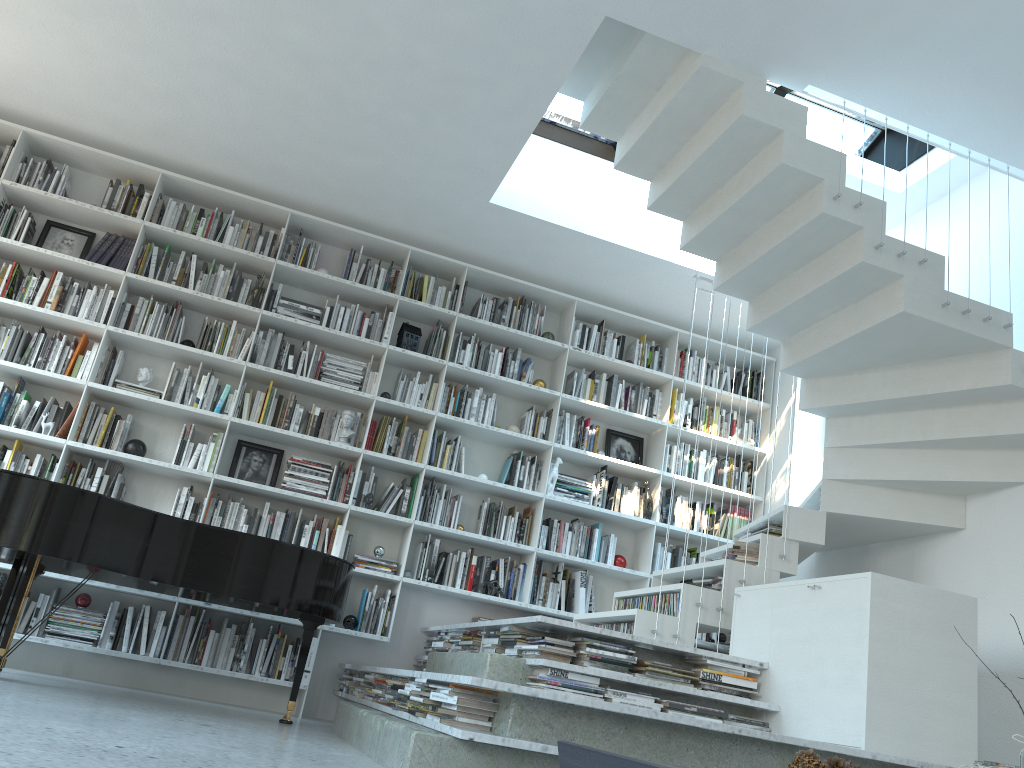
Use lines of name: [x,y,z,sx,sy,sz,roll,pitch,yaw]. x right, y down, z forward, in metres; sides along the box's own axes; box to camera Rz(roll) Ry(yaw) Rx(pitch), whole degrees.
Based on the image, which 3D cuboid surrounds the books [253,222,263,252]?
books: [-1.738,-0.937,6.025,0.013,0.284,0.160,15,-20,-14]

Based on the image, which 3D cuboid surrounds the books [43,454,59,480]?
books: [-2.742,0.567,5.235,0.014,0.285,0.180,15,-20,-14]

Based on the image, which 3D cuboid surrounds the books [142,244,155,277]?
books: [-2.366,-0.754,5.759,0.010,0.286,0.148,15,-20,-14]

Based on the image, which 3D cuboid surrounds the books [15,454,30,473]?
books: [-2.891,0.545,5.196,0.028,0.248,0.159,15,-20,-14]

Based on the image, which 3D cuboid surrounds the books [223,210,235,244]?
books: [-1.923,-1.000,5.988,0.014,0.314,0.166,15,-20,-14]

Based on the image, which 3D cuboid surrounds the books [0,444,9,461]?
books: [-3.004,0.500,5.175,0.014,0.281,0.150,15,-20,-14]

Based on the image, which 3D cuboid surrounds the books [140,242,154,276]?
books: [-2.382,-0.761,5.780,0.014,0.308,0.130,15,-20,-14]

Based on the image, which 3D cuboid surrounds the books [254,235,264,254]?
books: [-1.724,-0.887,6.009,0.031,0.184,0.177,15,-20,-14]

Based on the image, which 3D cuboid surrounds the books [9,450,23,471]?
books: [-2.915,0.532,5.186,0.028,0.259,0.181,15,-20,-14]

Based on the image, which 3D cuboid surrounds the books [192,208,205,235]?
books: [-2.110,-1.026,5.942,0.028,0.267,0.152,15,-20,-14]

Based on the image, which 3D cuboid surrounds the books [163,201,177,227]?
books: [-2.274,-1.070,5.883,0.031,0.254,0.146,15,-20,-14]

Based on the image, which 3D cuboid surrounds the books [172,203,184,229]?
books: [-2.227,-1.055,5.894,0.023,0.250,0.171,15,-20,-14]

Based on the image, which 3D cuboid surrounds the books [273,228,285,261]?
books: [-1.600,-0.902,6.057,0.026,0.287,0.176,15,-20,-14]

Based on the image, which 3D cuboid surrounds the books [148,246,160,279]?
books: [-2.333,-0.736,5.772,0.067,0.273,0.168,15,-20,-14]

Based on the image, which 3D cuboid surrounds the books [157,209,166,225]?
books: [-2.329,-1.047,5.868,0.024,0.182,0.133,15,-20,-14]

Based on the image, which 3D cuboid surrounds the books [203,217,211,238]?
books: [-2.049,-0.991,5.931,0.011,0.215,0.160,15,-20,-14]

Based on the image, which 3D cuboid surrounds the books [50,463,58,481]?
books: [-2.715,0.599,5.242,0.010,0.239,0.175,15,-20,-14]

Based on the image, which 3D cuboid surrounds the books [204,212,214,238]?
books: [-2.035,-1.004,5.940,0.013,0.250,0.184,15,-20,-14]

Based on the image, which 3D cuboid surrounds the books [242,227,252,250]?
books: [-1.804,-0.929,5.997,0.021,0.228,0.161,15,-20,-14]

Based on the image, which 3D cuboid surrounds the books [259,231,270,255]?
books: [-1.697,-0.901,6.033,0.026,0.236,0.149,15,-20,-14]

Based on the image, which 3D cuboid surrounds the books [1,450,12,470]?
books: [-2.961,0.526,5.184,0.026,0.253,0.177,15,-20,-14]

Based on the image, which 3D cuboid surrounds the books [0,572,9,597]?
books: [-2.911,1.216,4.993,0.012,0.302,0.166,15,-20,-14]

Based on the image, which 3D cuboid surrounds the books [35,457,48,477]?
books: [-2.801,0.570,5.235,0.013,0.259,0.143,15,-20,-14]

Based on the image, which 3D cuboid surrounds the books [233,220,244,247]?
books: [-1.862,-0.960,6.000,0.014,0.268,0.156,15,-20,-14]

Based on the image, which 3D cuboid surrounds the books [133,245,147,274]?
books: [-2.405,-0.754,5.732,0.023,0.255,0.175,15,-20,-14]

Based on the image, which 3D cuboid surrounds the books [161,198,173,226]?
books: [-2.303,-1.083,5.898,0.021,0.278,0.141,15,-20,-14]

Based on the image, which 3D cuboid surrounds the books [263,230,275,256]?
books: [-1.671,-0.902,6.052,0.030,0.260,0.152,15,-20,-14]

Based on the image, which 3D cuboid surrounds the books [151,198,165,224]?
books: [-2.345,-1.083,5.856,0.029,0.236,0.156,15,-20,-14]

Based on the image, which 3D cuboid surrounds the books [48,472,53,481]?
books: [-2.743,0.627,5.253,0.023,0.186,0.130,15,-20,-14]

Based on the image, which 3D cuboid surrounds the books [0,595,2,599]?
books: [-2.886,1.255,5.016,0.065,0.255,0.156,15,-20,-14]

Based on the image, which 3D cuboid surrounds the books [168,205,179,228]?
books: [-2.250,-1.048,5.880,0.023,0.219,0.182,15,-20,-14]

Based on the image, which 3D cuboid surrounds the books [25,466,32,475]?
books: [-2.854,0.589,5.215,0.023,0.193,0.140,15,-20,-14]

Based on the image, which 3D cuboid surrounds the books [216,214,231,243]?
books: [-1.954,-0.993,5.961,0.052,0.272,0.173,15,-20,-14]

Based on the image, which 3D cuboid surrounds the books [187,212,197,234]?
books: [-2.152,-1.018,5.935,0.025,0.234,0.130,15,-20,-14]

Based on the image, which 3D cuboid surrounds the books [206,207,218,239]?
books: [-2.021,-1.022,5.953,0.010,0.297,0.151,15,-20,-14]

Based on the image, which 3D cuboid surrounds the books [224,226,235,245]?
books: [-1.910,-0.939,5.966,0.031,0.189,0.182,15,-20,-14]

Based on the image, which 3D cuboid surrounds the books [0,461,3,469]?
books: [-2.990,0.549,5.156,0.029,0.181,0.190,15,-20,-14]

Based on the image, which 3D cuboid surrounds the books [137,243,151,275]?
books: [-2.390,-0.758,5.754,0.013,0.282,0.159,15,-20,-14]

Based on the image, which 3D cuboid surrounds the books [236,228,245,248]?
books: [-1.849,-0.926,6.004,0.029,0.213,0.142,15,-20,-14]

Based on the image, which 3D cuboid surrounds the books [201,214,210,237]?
books: [-2.062,-1.000,5.937,0.013,0.233,0.155,15,-20,-14]

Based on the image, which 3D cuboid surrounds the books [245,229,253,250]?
books: [-1.786,-0.918,5.987,0.013,0.206,0.178,15,-20,-14]

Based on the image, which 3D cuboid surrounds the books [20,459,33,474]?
books: [-2.873,0.565,5.212,0.025,0.228,0.153,15,-20,-14]

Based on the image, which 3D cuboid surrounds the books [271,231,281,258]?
books: [-1.622,-0.896,6.052,0.014,0.266,0.172,15,-20,-14]

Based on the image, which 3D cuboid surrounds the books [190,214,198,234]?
books: [-2.134,-1.007,5.929,0.012,0.215,0.150,15,-20,-14]

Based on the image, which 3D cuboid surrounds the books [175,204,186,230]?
books: [-2.209,-1.051,5.894,0.012,0.249,0.174,15,-20,-14]

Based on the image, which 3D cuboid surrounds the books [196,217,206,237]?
books: [-2.086,-0.990,5.930,0.030,0.200,0.152,15,-20,-14]

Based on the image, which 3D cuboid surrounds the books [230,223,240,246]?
books: [-1.883,-0.950,5.989,0.026,0.235,0.134,15,-20,-14]

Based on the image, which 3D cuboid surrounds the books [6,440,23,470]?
books: [-2.935,0.499,5.198,0.021,0.321,0.172,15,-20,-14]

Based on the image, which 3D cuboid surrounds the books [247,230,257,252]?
books: [-1.767,-0.910,5.988,0.026,0.199,0.187,15,-20,-14]

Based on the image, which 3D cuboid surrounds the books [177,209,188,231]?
books: [-2.189,-1.030,5.881,0.029,0.207,0.179,15,-20,-14]

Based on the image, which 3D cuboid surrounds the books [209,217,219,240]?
books: [-2.012,-0.985,5.958,0.029,0.234,0.130,15,-20,-14]

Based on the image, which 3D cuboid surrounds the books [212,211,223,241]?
books: [-1.984,-1.002,5.956,0.013,0.275,0.165,15,-20,-14]

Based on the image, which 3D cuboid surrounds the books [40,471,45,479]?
books: [-2.782,0.614,5.229,0.041,0.181,0.142,15,-20,-14]

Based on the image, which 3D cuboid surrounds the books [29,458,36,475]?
books: [-2.832,0.568,5.223,0.010,0.245,0.160,15,-20,-14]

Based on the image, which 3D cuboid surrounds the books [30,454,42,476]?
books: [-2.810,0.558,5.215,0.021,0.264,0.186,15,-20,-14]

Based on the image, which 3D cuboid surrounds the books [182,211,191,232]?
books: [-2.173,-1.020,5.898,0.015,0.206,0.167,15,-20,-14]

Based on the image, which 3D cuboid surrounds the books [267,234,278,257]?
books: [-1.642,-0.884,6.034,0.026,0.224,0.172,15,-20,-14]

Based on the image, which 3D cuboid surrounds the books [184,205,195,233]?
books: [-2.158,-1.043,5.912,0.010,0.263,0.161,15,-20,-14]

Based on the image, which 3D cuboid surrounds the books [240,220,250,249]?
books: [-1.815,-0.953,5.993,0.014,0.265,0.192,15,-20,-14]
